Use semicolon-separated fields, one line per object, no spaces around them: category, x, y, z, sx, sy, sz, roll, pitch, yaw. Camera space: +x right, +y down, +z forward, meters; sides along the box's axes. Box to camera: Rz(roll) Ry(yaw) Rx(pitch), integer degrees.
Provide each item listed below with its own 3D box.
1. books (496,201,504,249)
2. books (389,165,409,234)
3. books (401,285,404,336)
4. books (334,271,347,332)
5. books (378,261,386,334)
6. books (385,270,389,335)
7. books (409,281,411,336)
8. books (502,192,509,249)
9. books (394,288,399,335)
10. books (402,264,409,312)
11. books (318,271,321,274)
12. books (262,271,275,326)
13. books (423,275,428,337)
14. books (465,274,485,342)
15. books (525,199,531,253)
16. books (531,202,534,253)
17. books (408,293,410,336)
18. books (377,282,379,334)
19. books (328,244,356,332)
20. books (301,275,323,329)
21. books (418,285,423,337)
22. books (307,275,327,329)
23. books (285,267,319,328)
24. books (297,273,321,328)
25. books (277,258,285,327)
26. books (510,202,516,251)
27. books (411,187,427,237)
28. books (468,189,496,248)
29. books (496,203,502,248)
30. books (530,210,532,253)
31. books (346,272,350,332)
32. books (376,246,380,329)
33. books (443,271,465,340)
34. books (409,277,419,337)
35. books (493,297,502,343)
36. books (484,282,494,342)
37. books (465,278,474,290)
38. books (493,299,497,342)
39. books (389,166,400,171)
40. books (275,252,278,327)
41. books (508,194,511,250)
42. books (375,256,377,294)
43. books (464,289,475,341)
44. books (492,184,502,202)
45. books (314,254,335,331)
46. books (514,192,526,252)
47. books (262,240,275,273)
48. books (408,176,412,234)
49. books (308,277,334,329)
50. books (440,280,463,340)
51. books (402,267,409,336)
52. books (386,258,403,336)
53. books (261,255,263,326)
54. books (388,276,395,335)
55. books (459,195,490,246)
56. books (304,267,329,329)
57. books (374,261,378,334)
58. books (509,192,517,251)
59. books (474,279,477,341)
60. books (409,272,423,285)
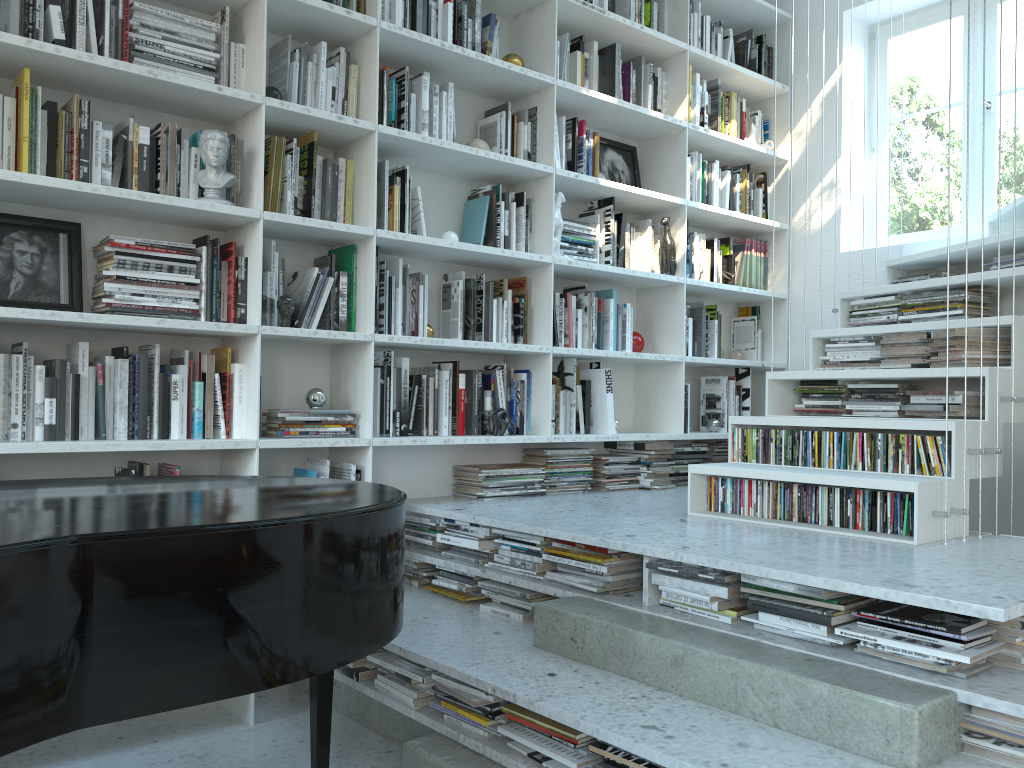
books;-0.097;-0.634;3.679;0.013;0.219;0.187;1;-1;-39
books;-0.446;-0.680;3.403;0.013;0.287;0.159;1;-1;-39
books;-0.467;-0.271;3.392;0.013;0.203;0.167;1;-1;-39
books;-0.653;-0.287;3.211;0.029;0.223;0.171;1;-1;-39
books;-0.518;-0.313;3.330;0.005;0.283;0.159;1;-1;-39
books;-0.513;-0.295;3.338;0.013;0.248;0.165;1;-1;-39
books;-0.429;-0.279;3.428;0.008;0.223;0.133;1;-1;-39
books;-0.071;-0.655;3.703;0.018;0.263;0.165;1;-1;-39
books;-0.483;-0.263;3.358;0.013;0.186;0.183;1;-1;-39
books;-0.444;-0.311;3.416;0.006;0.285;0.159;1;-1;-39
books;-0.758;-0.289;3.157;0.095;0.226;0.144;1;-1;-39
books;-0.863;-0.279;3.039;0.027;0.192;0.182;1;-1;-39
books;-0.383;-0.292;3.457;0.013;0.251;0.172;1;-1;-39
books;-0.165;-0.302;3.646;0.007;0.285;0.159;1;-1;-39
books;0.019;-0.647;3.765;0.011;0.252;0.169;1;-1;-39
books;0.041;-0.642;3.791;0.010;0.245;0.158;1;-1;-39
books;-0.437;-0.257;3.420;0.013;0.179;0.140;1;-1;-39
books;-0.545;-0.274;3.327;0.013;0.204;0.154;1;-1;-39
books;-0.625;-0.337;3.246;0.014;0.325;0.182;1;-1;-39
books;-0.746;-0.282;3.160;0.090;0.212;0.143;1;-1;-39
books;-0.401;-0.271;3.435;0.014;0.207;0.180;1;-1;-39
books;-0.736;-0.283;3.178;0.090;0.215;0.139;1;-1;-39
books;-0.767;-0.291;3.116;0.095;0.228;0.190;1;-1;-39
books;-0.757;-0.282;3.130;0.089;0.210;0.175;1;-1;-39
books;-0.835;-0.306;3.095;0.035;0.248;0.141;1;-1;-39
books;-0.044;-0.635;3.717;0.012;0.224;0.178;1;-1;-39
books;-0.394;-0.639;3.420;0.051;0.210;0.176;1;-1;-39
books;-0.125;-0.657;3.664;0.021;0.264;0.174;1;-1;-39
books;-0.105;-0.629;3.673;0.006;0.210;0.188;1;-1;-39
books;0.022;-0.626;3.788;0.023;0.212;0.164;1;-1;-39
books;-0.641;-0.288;3.236;0.021;0.226;0.148;1;-1;-39
books;-0.542;-0.342;3.341;0.007;0.342;0.149;1;-1;-39
books;-0.238;-0.306;3.596;0.016;0.289;0.131;1;-1;-39
books;-0.414;-0.286;3.428;0.015;0.238;0.176;1;-1;-39
books;-0.100;-0.255;3.678;0.015;0.195;0.175;1;-1;-39
books;-0.139;-0.284;3.633;0.018;0.251;0.184;1;-1;-39
books;-0.205;-0.292;3.605;0.015;0.262;0.149;1;-1;-39
books;-0.125;-0.250;3.644;0.018;0.182;0.182;1;-1;-39
books;-0.463;-0.685;3.442;0.011;0.300;0.088;1;-1;-39
books;-0.853;-0.315;3.079;0.012;0.266;0.157;1;-1;-39
books;-0.059;-0.652;3.714;0.015;0.259;0.152;1;-1;-39
books;-0.557;-0.320;3.309;0.018;0.295;0.177;1;-1;-39
books;-0.209;-0.269;3.584;0.016;0.215;0.177;1;-1;-39
books;-0.097;-0.671;3.700;0.013;0.295;0.154;1;-1;-39
books;-0.682;-0.319;3.214;0.013;0.286;0.138;1;-1;-39
books;-0.008;-0.658;3.738;0.012;0.273;0.183;1;-1;-39
books;-0.856;-0.336;3.064;0.013;0.307;0.141;1;-1;-39
books;-0.434;-0.662;3.423;0.007;0.254;0.161;1;-1;-39
books;-0.719;-0.277;3.178;0.091;0.205;0.169;1;-1;-39
books;-0.243;-0.288;3.575;0.019;0.251;0.130;1;-1;-39
books;-0.449;-0.302;3.391;0.012;0.267;0.183;1;-1;-39
books;-0.471;-0.318;3.366;0.014;0.297;0.175;1;-1;-39
books;-0.897;-0.310;3.038;0.028;0.253;0.142;1;-1;-39
books;-0.497;-0.284;3.337;0.011;0.226;0.188;1;-1;-39
books;-0.158;-0.645;3.646;0.056;0.241;0.153;1;-1;-39
books;-0.733;-0.296;3.168;0.094;0.238;0.149;1;-1;-39
books;-0.547;-0.313;3.315;0.006;0.281;0.155;1;-1;-39
books;-0.039;-0.659;3.741;0.032;0.274;0.154;1;-1;-39
books;-0.196;-0.290;3.612;0.008;0.259;0.158;1;-1;-39
books;-0.393;-0.297;3.447;0.014;0.261;0.142;1;-1;-39
